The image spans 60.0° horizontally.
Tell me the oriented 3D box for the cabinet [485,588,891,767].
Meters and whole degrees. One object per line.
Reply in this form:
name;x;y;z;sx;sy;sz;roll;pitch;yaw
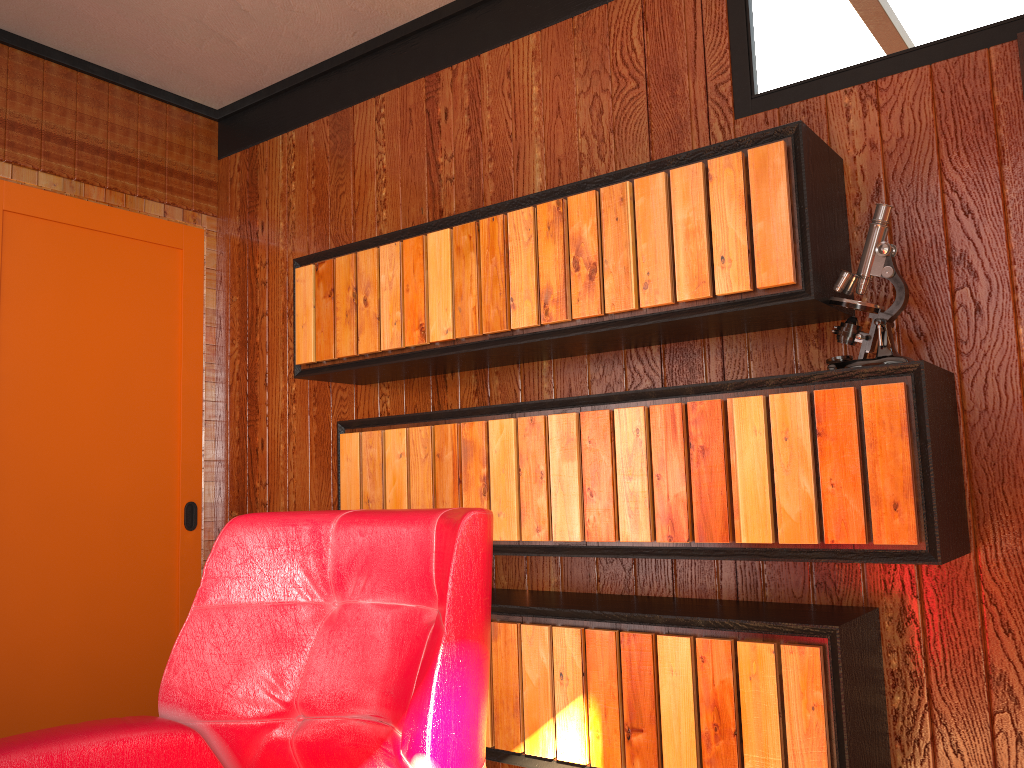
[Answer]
cabinet;0.080;0.767;2.347;1.653;0.390;0.321;-7;-8;36

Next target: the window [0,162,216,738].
window;-1.748;0.321;2.808;0.070;2.164;1.837;-7;-8;36

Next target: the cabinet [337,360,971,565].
cabinet;0.223;0.237;2.290;1.653;0.390;0.321;-7;-8;36

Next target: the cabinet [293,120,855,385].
cabinet;0.045;-0.280;2.471;1.653;0.390;0.321;-7;-8;36

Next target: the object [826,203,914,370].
object;0.746;-0.202;1.890;0.142;0.354;0.181;0;-7;-17

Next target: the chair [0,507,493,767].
chair;-0.353;0.665;1.225;0.621;0.956;0.839;-7;-8;36

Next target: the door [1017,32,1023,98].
door;1.646;0.202;1.879;0.751;1.955;0.734;-7;-8;36
